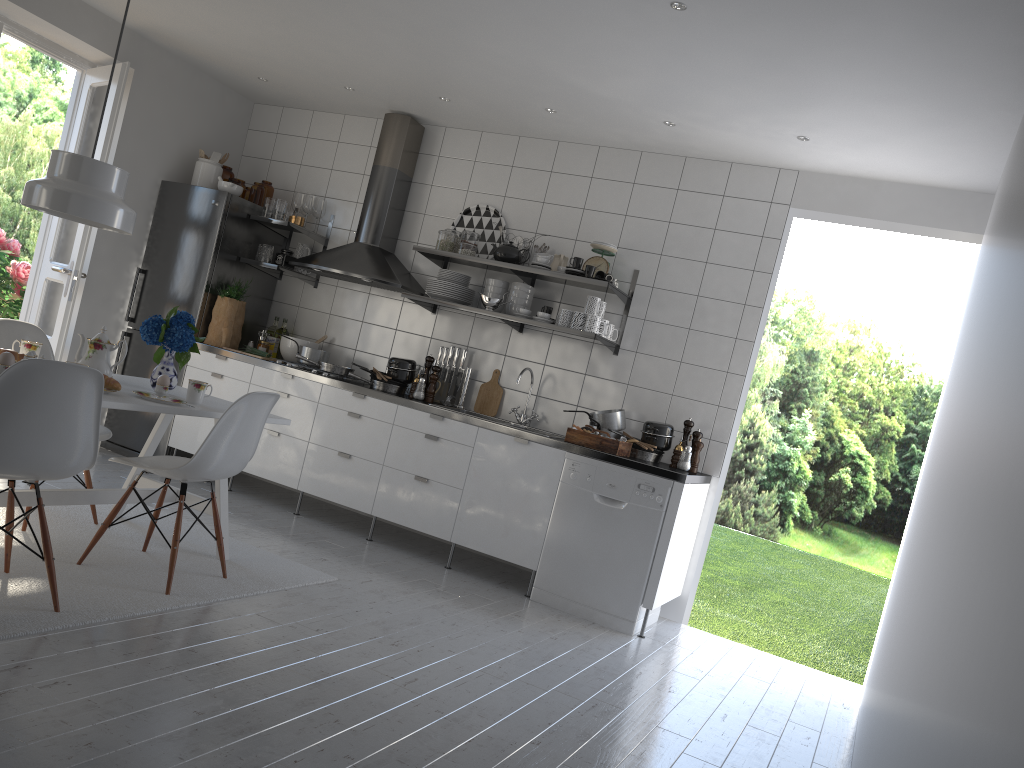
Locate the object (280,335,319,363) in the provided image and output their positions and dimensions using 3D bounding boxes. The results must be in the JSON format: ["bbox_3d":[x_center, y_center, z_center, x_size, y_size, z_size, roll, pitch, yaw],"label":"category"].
[{"bbox_3d":[-1.424,-0.212,5.885,0.248,0.175,0.246,14,1,-26],"label":"object"}]

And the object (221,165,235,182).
[{"bbox_3d":[-1.991,-1.378,6.095,0.118,0.236,0.117,13,2,-41],"label":"object"}]

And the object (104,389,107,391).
[{"bbox_3d":[-1.500,0.012,3.197,0.108,0.036,0.070,14,0,32],"label":"object"}]

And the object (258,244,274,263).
[{"bbox_3d":[-1.603,-0.849,5.791,0.086,0.120,0.086,15,1,20],"label":"object"}]

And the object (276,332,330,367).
[{"bbox_3d":[-1.340,-0.210,5.676,0.349,0.154,0.199,14,1,-27],"label":"object"}]

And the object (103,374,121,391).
[{"bbox_3d":[-1.523,-0.014,3.238,0.123,0.058,0.161,14,0,38],"label":"object"}]

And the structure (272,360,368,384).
[{"bbox_3d":[-1.199,-0.081,5.584,0.465,0.029,0.491,14,0,24],"label":"structure"}]

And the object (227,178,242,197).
[{"bbox_3d":[-1.899,-1.313,6.024,0.113,0.154,0.112,13,2,-38],"label":"object"}]

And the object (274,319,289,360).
[{"bbox_3d":[-1.563,-0.304,6.009,0.089,0.282,0.082,15,2,24],"label":"object"}]

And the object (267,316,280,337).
[{"bbox_3d":[-1.633,-0.321,6.046,0.066,0.282,0.066,15,2,19],"label":"object"}]

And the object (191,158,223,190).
[{"bbox_3d":[-2.028,-1.374,5.892,0.173,0.208,0.174,14,1,19],"label":"object"}]

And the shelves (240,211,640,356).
[{"bbox_3d":[-0.529,-0.716,5.476,2.531,0.513,0.428,14,1,23],"label":"shelves"}]

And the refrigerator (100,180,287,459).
[{"bbox_3d":[-2.142,-0.367,5.991,0.574,1.802,0.696,15,2,24],"label":"refrigerator"}]

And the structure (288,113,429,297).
[{"bbox_3d":[-0.879,-1.192,5.635,0.865,1.094,0.473,15,2,24],"label":"structure"}]

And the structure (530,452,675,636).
[{"bbox_3d":[0.537,0.822,4.697,0.572,0.792,0.510,15,1,24],"label":"structure"}]

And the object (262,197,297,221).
[{"bbox_3d":[-1.536,-1.135,5.841,0.189,0.134,0.229,14,0,14],"label":"object"}]

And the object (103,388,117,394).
[{"bbox_3d":[-1.523,0.016,3.223,0.157,0.016,0.158,14,0,34],"label":"object"}]

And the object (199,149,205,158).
[{"bbox_3d":[-2.066,-1.416,5.880,0.054,0.263,0.149,14,1,-1],"label":"object"}]

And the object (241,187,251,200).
[{"bbox_3d":[-1.798,-1.274,6.055,0.093,0.127,0.093,13,2,-45],"label":"object"}]

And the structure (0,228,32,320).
[{"bbox_3d":[-4.043,-0.576,6.611,1.257,1.281,1.179,15,1,25],"label":"structure"}]

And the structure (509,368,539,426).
[{"bbox_3d":[0.098,0.086,5.227,0.189,0.353,0.274,14,1,0],"label":"structure"}]

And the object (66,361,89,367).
[{"bbox_3d":[-1.509,-0.022,3.057,0.078,0.095,0.090,13,1,-30],"label":"object"}]

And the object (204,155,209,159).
[{"bbox_3d":[-2.051,-1.407,5.899,0.061,0.251,0.116,13,2,-36],"label":"object"}]

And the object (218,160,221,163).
[{"bbox_3d":[-1.983,-1.388,5.918,0.051,0.247,0.114,14,2,-11],"label":"object"}]

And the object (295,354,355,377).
[{"bbox_3d":[-1.143,-0.114,5.466,0.351,0.061,0.232,14,0,2],"label":"object"}]

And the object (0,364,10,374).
[{"bbox_3d":[-1.607,-0.034,2.802,0.048,0.057,0.047,14,1,-26],"label":"object"}]

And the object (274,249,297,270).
[{"bbox_3d":[-1.486,-0.821,5.820,0.100,0.123,0.100,15,1,34],"label":"object"}]

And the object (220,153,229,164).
[{"bbox_3d":[-1.971,-1.409,5.912,0.131,0.296,0.056,14,2,3],"label":"object"}]

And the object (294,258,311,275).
[{"bbox_3d":[-1.412,-0.791,5.983,0.108,0.100,0.083,14,1,13],"label":"object"}]

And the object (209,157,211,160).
[{"bbox_3d":[-2.014,-1.397,5.929,0.118,0.250,0.034,15,2,24],"label":"object"}]

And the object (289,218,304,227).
[{"bbox_3d":[-1.415,-1.052,5.807,0.099,0.036,0.100,14,0,43],"label":"object"}]

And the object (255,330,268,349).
[{"bbox_3d":[-1.682,-0.277,5.928,0.059,0.173,0.059,14,2,-17],"label":"object"}]

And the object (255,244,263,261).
[{"bbox_3d":[-1.654,-0.862,5.876,0.085,0.120,0.086,15,2,34],"label":"object"}]

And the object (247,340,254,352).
[{"bbox_3d":[-1.744,-0.248,5.904,0.046,0.084,0.046,14,2,1],"label":"object"}]

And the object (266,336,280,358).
[{"bbox_3d":[-1.623,-0.246,5.976,0.076,0.141,0.044,15,2,24],"label":"object"}]

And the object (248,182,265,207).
[{"bbox_3d":[-1.708,-1.266,5.931,0.093,0.154,0.093,13,2,-44],"label":"object"}]

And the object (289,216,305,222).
[{"bbox_3d":[-1.411,-1.074,5.806,0.100,0.048,0.099,14,0,-43],"label":"object"}]

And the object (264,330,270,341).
[{"bbox_3d":[-1.684,-0.278,5.993,0.059,0.173,0.059,14,2,-17],"label":"object"}]

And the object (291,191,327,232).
[{"bbox_3d":[-1.387,-1.153,5.988,0.192,0.245,0.206,15,1,22],"label":"object"}]

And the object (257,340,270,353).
[{"bbox_3d":[-1.649,-0.233,5.873,0.078,0.101,0.078,14,1,-10],"label":"object"}]

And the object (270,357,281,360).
[{"bbox_3d":[-1.670,-0.188,5.954,0.179,0.008,0.273,14,0,24],"label":"object"}]

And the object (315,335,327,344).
[{"bbox_3d":[-1.360,-0.236,5.892,0.222,0.233,0.080,14,2,-16],"label":"object"}]

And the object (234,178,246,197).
[{"bbox_3d":[-1.929,-1.337,6.205,0.113,0.187,0.112,13,2,-37],"label":"object"}]

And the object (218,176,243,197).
[{"bbox_3d":[-1.835,-1.276,5.783,0.158,0.110,0.173,14,0,19],"label":"object"}]

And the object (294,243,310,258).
[{"bbox_3d":[-1.418,-0.895,5.991,0.083,0.100,0.108,13,1,-32],"label":"object"}]

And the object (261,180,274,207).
[{"bbox_3d":[-1.690,-1.282,6.037,0.096,0.195,0.097,15,2,23],"label":"object"}]

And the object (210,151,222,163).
[{"bbox_3d":[-2.014,-1.418,5.900,0.064,0.290,0.140,14,2,-3],"label":"object"}]
